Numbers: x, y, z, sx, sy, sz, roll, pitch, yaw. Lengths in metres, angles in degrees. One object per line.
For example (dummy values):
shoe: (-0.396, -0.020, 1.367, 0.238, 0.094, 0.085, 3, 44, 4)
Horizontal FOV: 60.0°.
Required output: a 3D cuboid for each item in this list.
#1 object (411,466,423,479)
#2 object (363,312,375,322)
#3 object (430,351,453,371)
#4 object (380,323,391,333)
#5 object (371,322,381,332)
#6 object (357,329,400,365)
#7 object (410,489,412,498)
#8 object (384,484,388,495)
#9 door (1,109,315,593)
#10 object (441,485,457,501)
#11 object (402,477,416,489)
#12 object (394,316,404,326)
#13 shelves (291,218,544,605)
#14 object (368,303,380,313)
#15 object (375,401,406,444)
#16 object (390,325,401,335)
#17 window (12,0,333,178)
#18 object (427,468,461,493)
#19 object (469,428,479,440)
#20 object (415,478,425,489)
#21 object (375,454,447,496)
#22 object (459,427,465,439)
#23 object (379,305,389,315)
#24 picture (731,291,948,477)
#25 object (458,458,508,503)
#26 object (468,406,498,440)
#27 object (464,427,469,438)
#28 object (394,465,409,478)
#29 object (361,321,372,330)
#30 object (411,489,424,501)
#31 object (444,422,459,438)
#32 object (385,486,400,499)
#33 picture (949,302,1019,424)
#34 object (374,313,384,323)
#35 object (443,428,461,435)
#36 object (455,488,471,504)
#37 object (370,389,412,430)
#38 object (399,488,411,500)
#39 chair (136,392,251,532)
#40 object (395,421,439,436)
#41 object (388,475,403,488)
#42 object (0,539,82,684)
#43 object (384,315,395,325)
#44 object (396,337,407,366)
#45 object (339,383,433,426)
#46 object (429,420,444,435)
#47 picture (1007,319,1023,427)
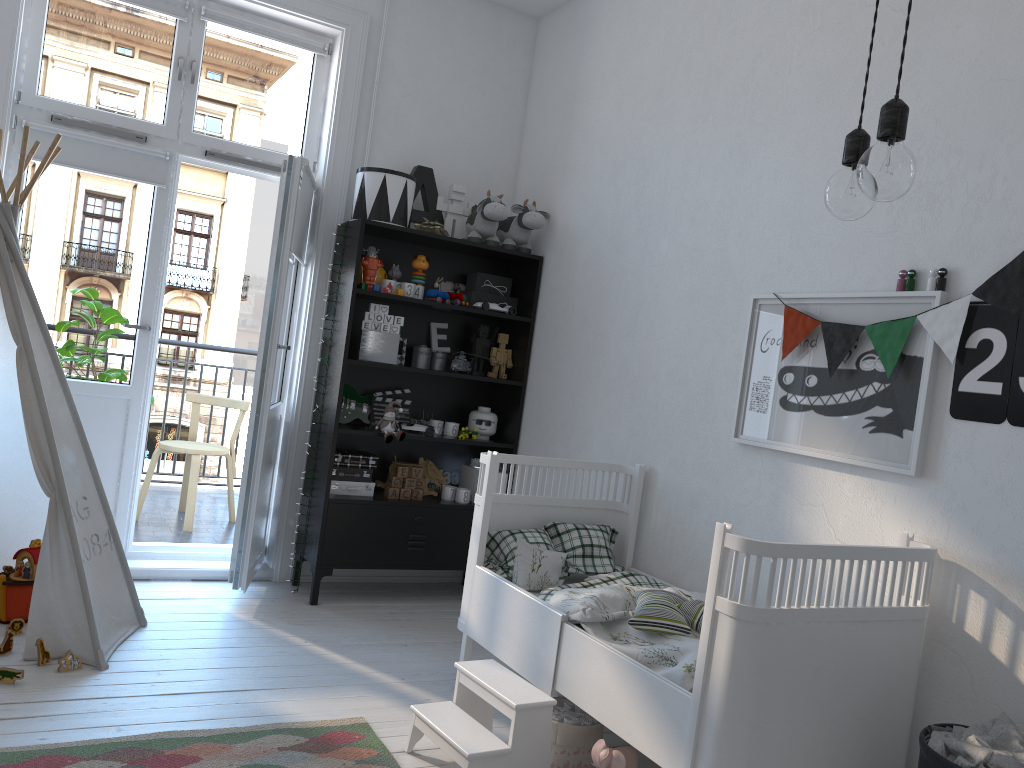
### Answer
object: (-0.442, 0.411, 4.123, 0.050, 0.050, 0.050, 8, 1, -9)
object: (-0.634, -0.297, 3.929, 0.040, 0.040, 0.040, 7, 1, -19)
object: (-0.309, -0.106, 4.225, 0.078, 0.091, 0.246, 7, 1, -34)
object: (-0.565, -0.248, 3.948, 0.040, 0.040, 0.040, 8, 1, -14)
object: (-0.609, -0.254, 3.945, 0.040, 0.040, 0.040, 7, 1, -24)
object: (-0.601, -0.164, 3.981, 0.170, 0.138, 0.124, 8, 1, -14)
object: (-0.460, 0.508, 4.172, 0.050, 0.050, 0.050, 7, 1, -29)
object: (-0.561, 0.495, 4.112, 0.050, 0.050, 0.050, 7, 1, -29)
door: (-1.491, -0.117, 3.696, 1.264, 1.839, 0.636, 7, 1, -27)
object: (-0.301, 0.520, 4.216, 0.067, 0.067, 0.067, 7, 1, -15)
object: (-0.477, 0.457, 4.092, 0.050, 0.050, 0.050, 7, 1, -29)
object: (-0.503, -0.280, 3.961, 0.040, 0.040, 0.040, 8, 1, -4)
shelves: (-0.436, 0.161, 4.165, 0.912, 1.678, 0.353, 7, 1, -29)
object: (-0.612, -0.335, 3.932, 0.040, 0.040, 0.040, 7, 1, -24)
object: (-0.529, 0.168, 3.923, 0.110, 0.186, 0.129, 7, 1, -42)
object: (-0.521, -0.242, 3.959, 0.040, 0.040, 0.040, 8, 1, 1)
window: (-1.433, -1.372, 3.892, 1.263, 0.660, 0.101, 7, 1, -29)
object: (-0.389, 0.477, 4.394, 0.347, 0.120, 0.034, 7, 1, -29)
object: (-0.178, 0.237, 4.209, 0.042, 0.054, 0.031, 8, 1, 16)
object: (-0.443, 0.461, 4.141, 0.050, 0.050, 0.050, 7, 1, -29)
object: (-0.476, 0.439, 4.242, 0.337, 0.186, 0.111, 8, 1, -14)
object: (-0.230, 0.230, 4.154, 0.031, 0.054, 0.042, 8, 1, 21)
object: (-0.572, -0.330, 3.942, 0.040, 0.040, 0.040, 7, 1, -19)
picture: (0.939, -0.026, 2.645, 0.030, 0.493, 0.703, 7, 1, -29)
object: (-0.142, 0.474, 4.326, 0.132, 0.199, 0.267, 7, 1, -29)
object: (-0.143, 0.192, 4.315, 0.139, 0.162, 0.139, 8, 1, 36)
object: (-0.219, 0.231, 4.220, 0.042, 0.054, 0.031, 7, 1, -29)
object: (-0.510, 0.402, 4.083, 0.050, 0.050, 0.050, 7, 1, -29)
object: (-0.645, -0.258, 3.928, 0.040, 0.040, 0.040, 8, 1, -14)
object: (-0.439, 0.512, 4.117, 0.050, 0.050, 0.050, 8, 1, 1)
object: (-0.286, 0.216, 4.183, 0.067, 0.067, 0.067, 7, 1, -15)
object: (-0.548, 0.497, 4.057, 0.050, 0.050, 0.050, 7, 1, -29)
picture: (1.184, -0.055, 2.225, 0.010, 0.301, 0.151, 7, 1, -29)
object: (-0.590, -0.292, 3.940, 0.040, 0.040, 0.040, 8, 1, -9)
object: (-0.324, 0.225, 4.342, 0.163, 0.034, 0.069, 7, 1, -29)
object: (-0.232, 0.530, 4.191, 0.067, 0.067, 0.067, 7, 1, -15)
object: (-0.571, 0.113, 4.199, 0.201, 0.199, 0.048, 7, 1, -29)
object: (-0.497, 0.504, 4.085, 0.050, 0.050, 0.050, 7, 1, -24)
chair: (-1.798, 0.423, 5.032, 0.436, 0.715, 0.498, 8, 1, 16)
object: (-0.452, 0.205, 4.101, 0.230, 0.048, 0.098, 8, 1, -4)
object: (-0.536, 0.449, 4.082, 0.050, 0.050, 0.050, 7, 1, -29)
object: (-1.608, 0.719, 3.004, 0.385, 0.284, 0.856, 7, 1, -37)
object: (-0.546, -0.286, 3.950, 0.040, 0.040, 0.040, 8, 1, 1)
object: (-0.543, -0.158, 4.229, 0.070, 0.135, 0.028, 7, 1, -29)
object: (-0.623, 0.137, 4.203, 0.542, 0.239, 0.093, 7, 1, -28)
object: (-0.360, 0.206, 4.195, 0.067, 0.067, 0.067, 7, 1, -15)
picture: (1.257, -0.045, 2.090, 0.013, 0.305, 0.152, 7, 1, -29)
